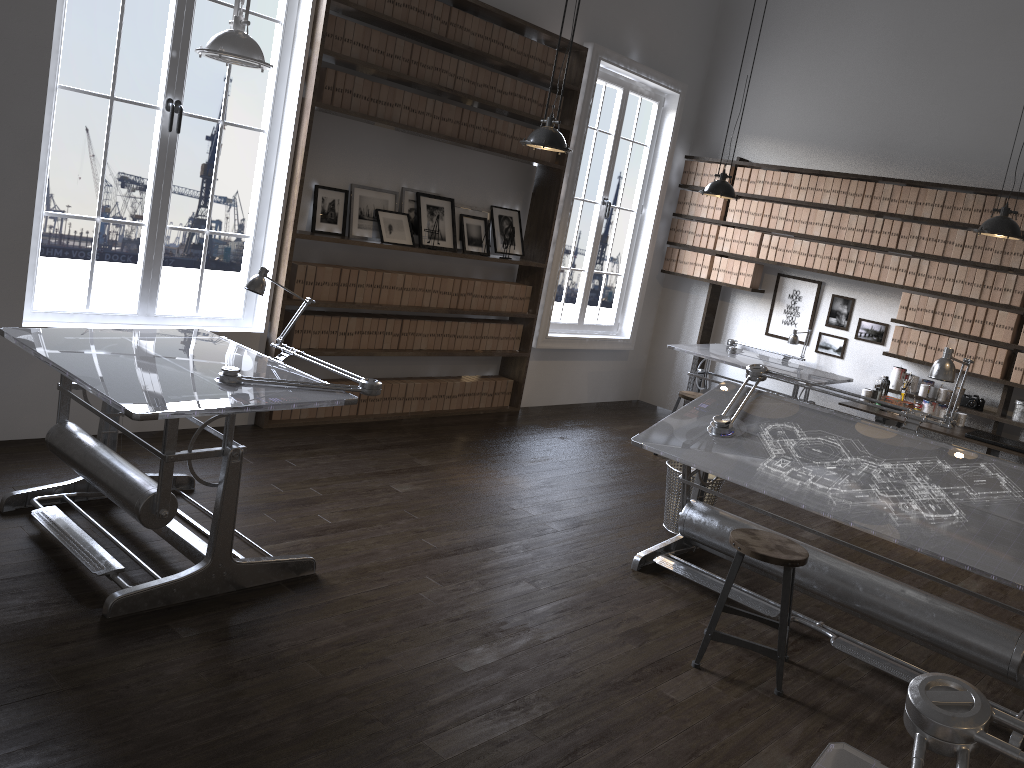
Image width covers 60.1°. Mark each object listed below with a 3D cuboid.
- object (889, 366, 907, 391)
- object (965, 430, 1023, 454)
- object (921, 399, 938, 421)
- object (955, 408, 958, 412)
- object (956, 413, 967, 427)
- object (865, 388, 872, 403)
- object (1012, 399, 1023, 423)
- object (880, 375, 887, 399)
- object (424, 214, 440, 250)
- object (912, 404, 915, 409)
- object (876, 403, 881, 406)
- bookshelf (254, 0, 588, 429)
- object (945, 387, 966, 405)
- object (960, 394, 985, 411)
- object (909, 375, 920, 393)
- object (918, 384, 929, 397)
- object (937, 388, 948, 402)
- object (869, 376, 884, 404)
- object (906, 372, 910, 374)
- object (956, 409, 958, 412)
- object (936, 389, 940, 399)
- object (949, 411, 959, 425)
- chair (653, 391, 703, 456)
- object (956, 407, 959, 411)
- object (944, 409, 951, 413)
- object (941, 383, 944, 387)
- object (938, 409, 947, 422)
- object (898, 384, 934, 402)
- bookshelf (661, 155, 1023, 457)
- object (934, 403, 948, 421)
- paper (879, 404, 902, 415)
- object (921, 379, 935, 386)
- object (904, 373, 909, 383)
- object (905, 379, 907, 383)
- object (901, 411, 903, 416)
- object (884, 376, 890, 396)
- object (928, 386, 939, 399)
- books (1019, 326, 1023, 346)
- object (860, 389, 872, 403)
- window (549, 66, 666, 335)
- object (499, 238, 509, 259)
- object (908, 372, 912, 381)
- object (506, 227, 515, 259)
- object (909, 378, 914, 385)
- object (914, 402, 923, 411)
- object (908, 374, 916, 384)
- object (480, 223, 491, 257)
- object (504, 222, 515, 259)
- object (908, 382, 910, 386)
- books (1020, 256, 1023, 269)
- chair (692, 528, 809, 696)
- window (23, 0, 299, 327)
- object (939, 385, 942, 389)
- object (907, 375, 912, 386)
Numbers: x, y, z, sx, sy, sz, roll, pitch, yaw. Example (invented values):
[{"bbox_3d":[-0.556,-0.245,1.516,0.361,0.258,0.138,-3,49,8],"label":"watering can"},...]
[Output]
[{"bbox_3d":[3.085,-0.043,7.089,0.107,0.175,0.107,19,12,42],"label":"object"},{"bbox_3d":[3.429,0.410,6.168,0.449,0.033,0.312,20,14,40],"label":"object"},{"bbox_3d":[3.163,0.198,6.726,0.105,0.140,0.104,16,11,33],"label":"object"},{"bbox_3d":[3.353,0.231,6.727,0.036,0.117,0.005,16,10,35],"label":"object"},{"bbox_3d":[3.383,0.269,6.670,0.062,0.094,0.062,11,9,0],"label":"object"},{"bbox_3d":[2.820,0.092,7.015,0.070,0.102,0.069,17,11,36],"label":"object"},{"bbox_3d":[3.853,0.228,6.488,0.319,0.151,0.193,19,13,39],"label":"object"},{"bbox_3d":[2.894,0.049,6.960,0.069,0.236,0.068,17,10,37],"label":"object"},{"bbox_3d":[-0.568,-1.089,6.346,0.040,0.258,0.174,17,11,40],"label":"object"},{"bbox_3d":[3.108,0.198,6.808,0.060,0.088,0.059,17,11,36],"label":"object"},{"bbox_3d":[2.847,0.161,6.867,0.049,0.037,0.049,18,12,37],"label":"object"},{"bbox_3d":[-0.699,-0.897,6.509,0.416,3.696,2.472,17,11,40],"label":"bookshelf"},{"bbox_3d":[3.446,0.112,6.842,0.107,0.160,0.237,12,10,6],"label":"object"},{"bbox_3d":[3.506,0.135,6.747,0.172,0.108,0.091,19,13,40],"label":"object"},{"bbox_3d":[3.207,-0.001,7.080,0.070,0.129,0.071,9,9,-11],"label":"object"},{"bbox_3d":[3.234,0.052,6.957,0.062,0.094,0.062,15,10,26],"label":"object"},{"bbox_3d":[3.354,0.085,6.899,0.062,0.094,0.062,15,10,26],"label":"object"},{"bbox_3d":[2.846,0.054,6.907,0.069,0.228,0.068,17,10,37],"label":"object"},{"bbox_3d":[3.202,-0.032,7.233,0.070,0.129,0.070,10,9,-2],"label":"object"},{"bbox_3d":[3.364,0.238,6.744,0.035,0.102,0.004,16,10,33],"label":"object"},{"bbox_3d":[3.351,0.078,6.987,0.053,0.080,0.055,7,10,-22],"label":"object"},{"bbox_3d":[3.317,0.258,6.665,0.062,0.093,0.064,11,9,0],"label":"object"},{"bbox_3d":[1.379,0.348,6.759,0.358,0.524,0.375,3,12,-40],"label":"chair"},{"bbox_3d":[3.362,0.234,6.726,0.030,0.132,0.004,17,10,36],"label":"object"},{"bbox_3d":[3.290,0.243,6.714,0.045,0.100,0.044,18,11,40],"label":"object"},{"bbox_3d":[3.362,0.055,6.961,0.004,0.132,0.030,6,9,-27],"label":"object"},{"bbox_3d":[3.248,0.244,6.667,0.062,0.094,0.062,9,9,-9],"label":"object"},{"bbox_3d":[3.158,0.070,6.907,0.344,0.145,0.078,5,10,-26],"label":"object"},{"bbox_3d":[4.801,0.545,5.726,9.251,3.184,0.373,20,12,40],"label":"bookshelf"},{"bbox_3d":[3.268,0.214,6.776,0.094,0.127,0.095,2,13,-45],"label":"object"},{"bbox_3d":[2.886,0.192,6.748,0.156,0.038,0.138,16,12,25],"label":"paper"},{"bbox_3d":[3.300,0.033,7.048,0.094,0.127,0.096,8,10,-19],"label":"object"},{"bbox_3d":[3.154,-0.020,7.123,0.051,0.138,0.051,17,11,38],"label":"object"},{"bbox_3d":[3.027,0.037,6.846,0.022,0.179,0.006,7,9,-26],"label":"object"},{"bbox_3d":[2.968,0.223,6.646,0.132,0.050,0.199,7,11,-20],"label":"object"},{"bbox_3d":[2.949,0.051,7.024,0.069,0.228,0.068,17,10,37],"label":"object"},{"bbox_3d":[3.294,0.070,6.924,0.063,0.093,0.063,15,10,26],"label":"object"},{"bbox_3d":[3.807,-0.376,6.513,0.067,0.224,0.174,18,11,40],"label":"books"},{"bbox_3d":[2.775,0.096,6.951,0.068,0.104,0.069,2,12,-44],"label":"object"},{"bbox_3d":[0.796,-1.550,7.865,0.154,2.293,1.244,17,11,40],"label":"window"},{"bbox_3d":[-0.056,-1.056,6.920,0.040,0.164,0.066,18,11,40],"label":"object"},{"bbox_3d":[3.055,0.018,6.846,0.021,0.226,0.007,4,10,-37],"label":"object"},{"bbox_3d":[-0.007,-1.122,7.052,0.040,0.260,0.110,17,11,40],"label":"object"},{"bbox_3d":[3.053,0.033,6.836,0.056,0.191,0.006,17,11,39],"label":"object"},{"bbox_3d":[3.086,0.194,6.742,0.050,0.111,0.049,17,11,37],"label":"object"},{"bbox_3d":[3.209,-0.016,7.159,0.072,0.128,0.071,10,9,-2],"label":"object"},{"bbox_3d":[-0.195,-1.104,6.787,0.040,0.258,0.124,17,11,40],"label":"object"},{"bbox_3d":[-0.029,-1.133,6.979,0.040,0.302,0.118,17,11,40],"label":"object"},{"bbox_3d":[3.048,0.056,6.842,0.005,0.151,0.044,12,8,10],"label":"object"},{"bbox_3d":[3.820,-0.940,6.511,0.067,0.224,0.174,18,11,40],"label":"books"},{"bbox_3d":[0.983,0.893,3.582,0.360,0.524,0.373,14,9,19],"label":"chair"},{"bbox_3d":[-1.923,-1.485,4.979,0.154,2.479,1.482,17,11,40],"label":"window"},{"bbox_3d":[3.355,0.052,6.966,0.005,0.117,0.036,6,9,-28],"label":"object"},{"bbox_3d":[3.041,0.027,6.827,0.007,0.212,0.055,9,8,-14],"label":"object"}]
